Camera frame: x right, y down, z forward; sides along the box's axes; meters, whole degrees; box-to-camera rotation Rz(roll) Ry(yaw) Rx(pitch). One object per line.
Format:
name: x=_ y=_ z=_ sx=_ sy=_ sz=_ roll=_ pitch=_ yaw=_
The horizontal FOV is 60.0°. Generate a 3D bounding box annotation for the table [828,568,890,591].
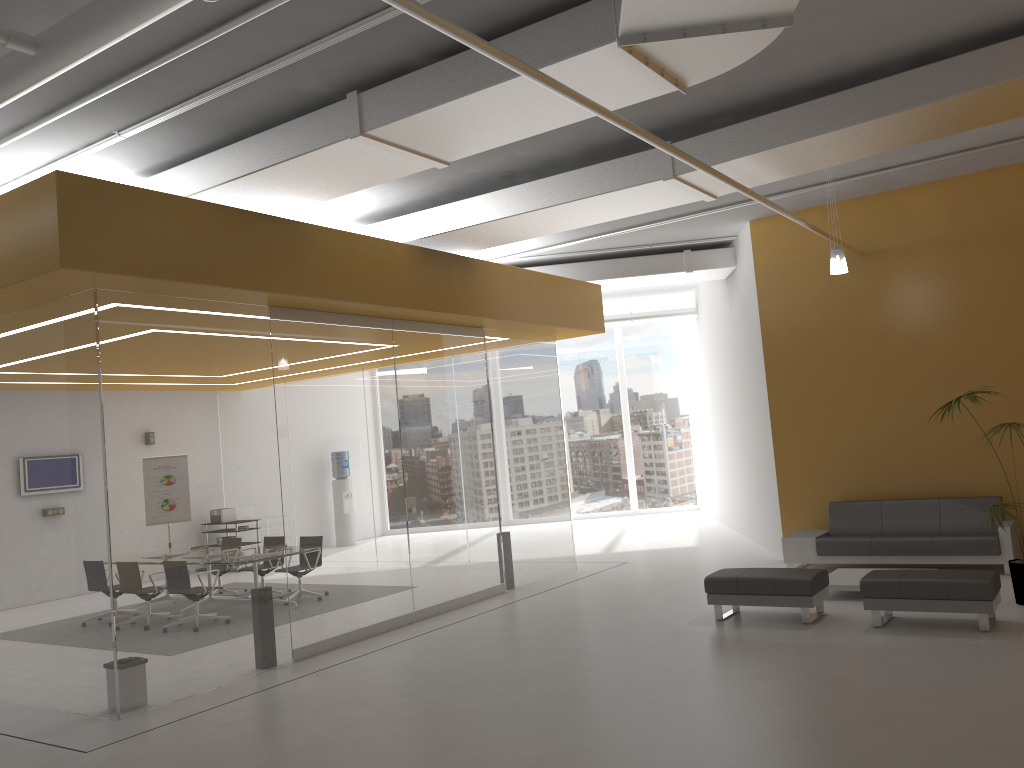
table: x=3.701 y=2.030 z=8.996 sx=1.000 sy=0.150 sz=1.000 roll=-8 pitch=-5 yaw=34

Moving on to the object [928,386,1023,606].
object: x=4.436 y=0.989 z=7.979 sx=0.912 sy=1.956 sz=1.222 roll=-4 pitch=-4 yaw=-15

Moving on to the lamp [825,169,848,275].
lamp: x=3.340 y=-1.758 z=9.232 sx=0.174 sy=1.227 sz=0.174 roll=-4 pitch=-4 yaw=-15

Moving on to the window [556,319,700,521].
window: x=1.132 y=0.812 z=19.948 sx=8.533 sy=4.498 sz=0.100 roll=-5 pitch=-4 yaw=4

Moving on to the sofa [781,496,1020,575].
sofa: x=4.408 y=1.744 z=10.193 sx=2.400 sy=0.761 sz=0.860 roll=-8 pitch=-5 yaw=34

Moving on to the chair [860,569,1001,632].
chair: x=3.529 y=1.804 z=7.464 sx=1.012 sy=0.423 sz=0.575 roll=-8 pitch=-5 yaw=34

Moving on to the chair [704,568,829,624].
chair: x=2.381 y=1.958 z=8.264 sx=1.012 sy=0.423 sz=0.575 roll=-8 pitch=-5 yaw=34
